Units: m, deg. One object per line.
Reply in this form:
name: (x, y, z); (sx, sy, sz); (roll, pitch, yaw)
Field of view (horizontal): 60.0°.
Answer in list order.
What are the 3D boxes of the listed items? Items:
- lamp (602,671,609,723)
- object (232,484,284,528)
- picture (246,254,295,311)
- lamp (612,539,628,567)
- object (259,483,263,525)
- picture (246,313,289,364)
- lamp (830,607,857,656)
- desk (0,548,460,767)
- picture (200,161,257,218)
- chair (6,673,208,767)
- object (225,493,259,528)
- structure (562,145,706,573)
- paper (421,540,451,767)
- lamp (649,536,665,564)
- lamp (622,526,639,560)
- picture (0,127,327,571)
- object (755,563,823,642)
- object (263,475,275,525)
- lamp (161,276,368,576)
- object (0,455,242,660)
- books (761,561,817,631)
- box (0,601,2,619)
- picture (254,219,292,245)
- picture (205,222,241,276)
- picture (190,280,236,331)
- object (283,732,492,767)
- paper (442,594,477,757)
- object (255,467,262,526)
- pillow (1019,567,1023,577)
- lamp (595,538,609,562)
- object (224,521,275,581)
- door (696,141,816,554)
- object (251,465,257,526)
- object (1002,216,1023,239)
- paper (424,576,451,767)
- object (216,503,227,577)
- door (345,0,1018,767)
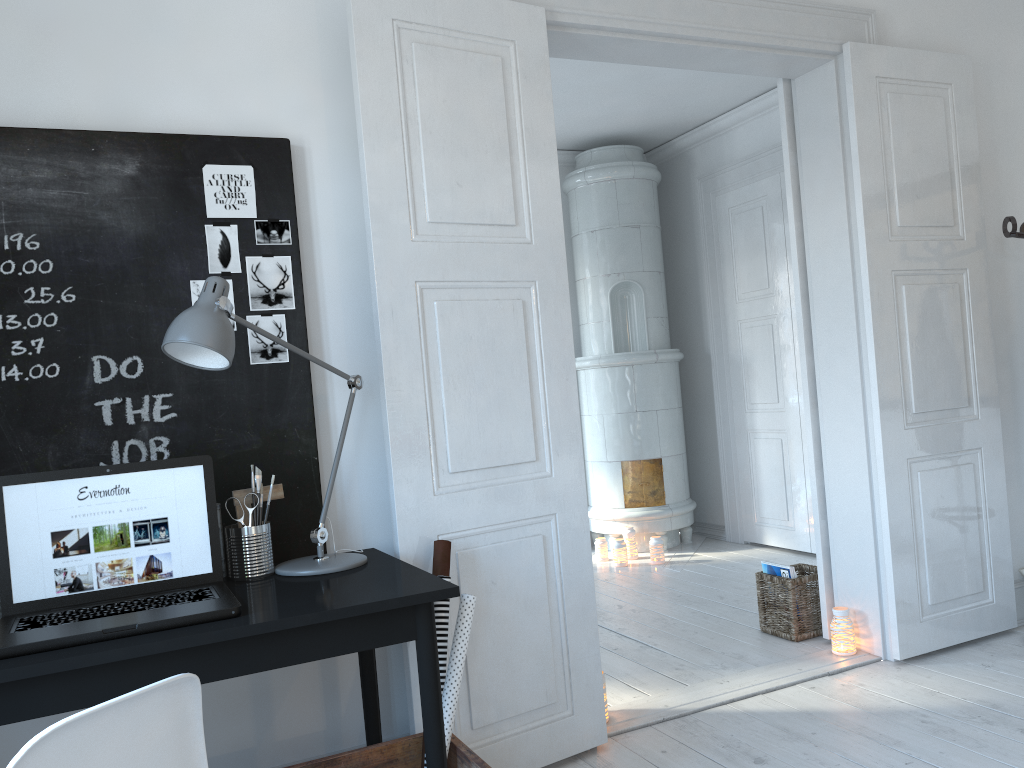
lamp: (0.278, 1.066, 3.016); (0.089, 0.166, 0.089); (-5, 0, -32)
object: (-0.630, 0.366, 2.250); (0.138, 0.209, 0.034); (-5, 1, -45)
picture: (-0.660, -0.278, 2.422); (0.121, 0.153, 0.002); (-5, 1, -25)
lamp: (0.680, 1.061, 5.577); (0.089, 0.166, 0.089); (-5, 0, -23)
object: (-0.625, 0.360, 2.199); (0.009, 0.222, 0.082); (-5, 0, 5)
picture: (-0.665, -0.125, 2.415); (0.103, 0.136, 0.001); (-5, 1, -25)
lamp: (1.306, 0.977, 3.505); (0.092, 0.180, 0.093); (-5, 1, -42)
desk: (-0.738, 0.860, 1.918); (1.159, 0.759, 0.651); (-5, 0, -25)
picture: (-0.756, -0.523, 2.385); (0.147, 0.154, 0.004); (-5, 1, -25)
chair: (-0.671, 0.816, 1.246); (0.554, 0.824, 0.474); (-5, 0, 30)
object: (-0.663, 0.371, 2.187); (0.081, 0.198, 0.050); (-5, 1, 0)
structure: (0.724, -0.190, 5.969); (0.801, 2.828, 1.247); (-5, 0, 20)
paper: (-0.204, 0.804, 2.342); (0.048, 0.747, 0.297); (-5, 1, 20)
lamp: (0.908, 1.041, 5.558); (0.089, 0.166, 0.089); (-5, 0, -26)
lamp: (0.765, 1.033, 5.764); (0.098, 0.210, 0.098); (-5, 0, -20)
picture: (-1.006, -0.063, 2.290); (0.952, 1.172, 0.064); (-5, 1, -25)
object: (1.254, 0.950, 3.884); (0.270, 0.265, 0.224); (-5, 0, -25)
object: (-0.614, 0.349, 2.198); (0.009, 0.240, 0.084); (-4, 1, 42)
lamp: (-0.564, 0.109, 2.155); (0.230, 0.716, 0.616); (-5, 0, 36)
object: (-0.813, 0.329, 1.805); (0.445, 0.315, 0.326); (-5, 0, -25)
books: (1.240, 0.919, 3.878); (0.201, 0.300, 0.180); (-5, 0, -25)
box: (-1.227, 0.445, 1.895); (0.317, 0.152, 0.193); (-5, 0, -25)
picture: (-0.655, -0.418, 2.430); (0.095, 0.071, 0.001); (-5, 1, -25)
picture: (-0.773, -0.361, 2.374); (0.083, 0.146, 0.002); (-5, 1, -25)
picture: (-0.794, -0.207, 2.358); (0.107, 0.150, 0.001); (-5, 1, -25)
object: (-0.395, 1.070, 2.070); (0.664, 0.282, 0.339); (-5, 0, -25)
paper: (-0.169, 0.860, 2.214); (0.041, 0.627, 0.283); (-4, 1, 43)
object: (-0.634, 0.338, 2.206); (0.012, 0.264, 0.062); (-5, 1, 17)
pillow: (2.322, 0.830, 3.657); (0.317, 0.314, 0.273); (-5, 0, -24)
lamp: (0.585, 1.081, 5.788); (0.084, 0.146, 0.084); (-5, 0, -20)
object: (-0.645, 0.410, 2.182); (0.108, 0.128, 0.108); (-5, 0, -10)
door: (1.836, -0.211, 5.416); (0.306, 2.506, 1.600); (-5, 0, -25)
object: (-0.638, 0.335, 2.204); (0.008, 0.267, 0.060); (-5, 1, -8)
object: (2.123, 0.171, 3.392); (0.374, 1.659, 0.374); (-5, 1, -17)
paper: (-0.196, 0.845, 2.267); (0.043, 0.669, 0.266); (-5, 1, 20)
object: (-0.758, 0.395, 2.209); (0.079, 0.188, 0.079); (-5, 1, 44)
door: (0.696, -0.129, 3.230); (2.597, 2.506, 0.578); (-5, 1, -25)
